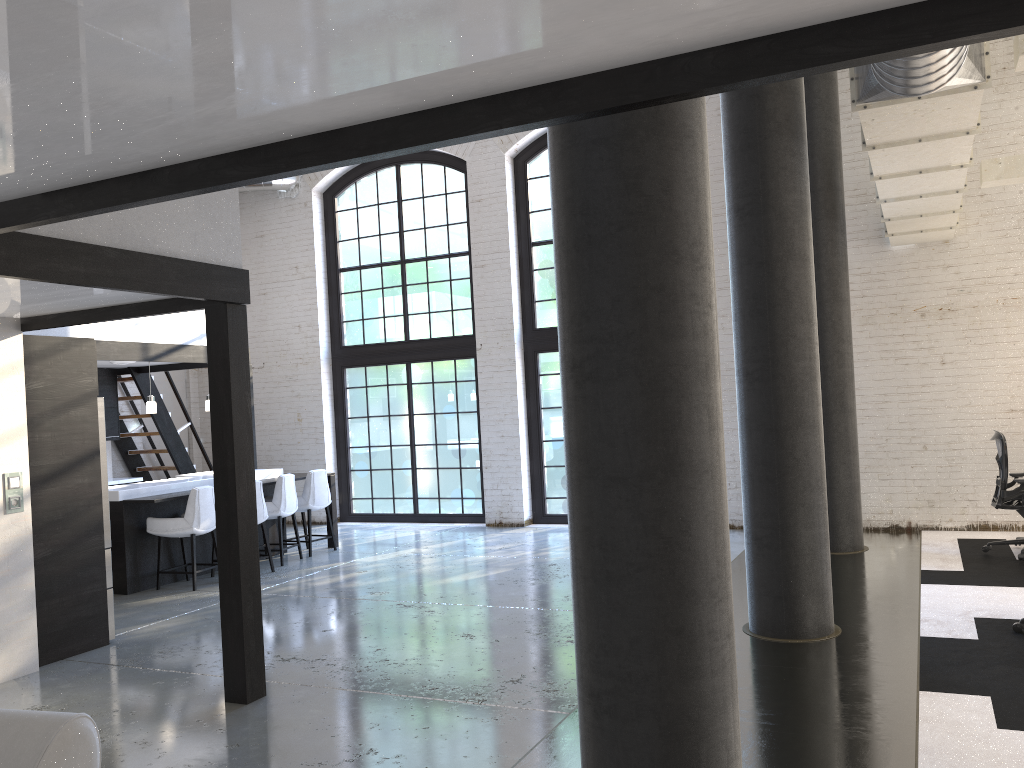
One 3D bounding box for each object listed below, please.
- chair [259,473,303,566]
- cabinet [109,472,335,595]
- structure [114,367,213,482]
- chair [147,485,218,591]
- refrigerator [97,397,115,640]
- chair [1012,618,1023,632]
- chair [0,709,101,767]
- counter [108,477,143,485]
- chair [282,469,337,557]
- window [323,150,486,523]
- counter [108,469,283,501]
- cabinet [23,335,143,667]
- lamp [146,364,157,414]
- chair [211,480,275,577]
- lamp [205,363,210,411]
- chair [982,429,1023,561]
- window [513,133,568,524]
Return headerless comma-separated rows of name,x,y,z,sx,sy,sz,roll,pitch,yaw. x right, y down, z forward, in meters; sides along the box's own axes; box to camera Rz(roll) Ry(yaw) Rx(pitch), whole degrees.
chair,-2.568,1.461,9.490,0.501,0.984,0.579,-3,-1,16
cabinet,-3.237,1.532,9.460,1.371,0.910,2.691,-4,-1,25
structure,-4.864,0.537,12.055,0.929,3.186,1.662,-3,-1,25
chair,-3.070,1.464,8.412,0.501,0.984,0.579,-3,-1,21
refrigerator,-3.427,1.004,6.269,0.853,1.772,0.820,-3,-1,25
chair,3.412,0.955,5.293,0.792,1.085,0.770,-3,-1,9
chair,-1.743,1.313,2.126,1.007,0.785,1.025,-3,-1,16
counter,-5.357,1.187,9.125,1.710,0.045,4.237,-4,-1,25
chair,-2.323,1.460,10.028,0.501,0.984,0.579,-3,-1,31
window,-1.451,-0.624,12.284,2.492,5.178,0.137,-3,0,25
counter,-3.544,1.048,9.327,0.977,0.095,2.293,-4,-1,25
cabinet,-4.229,0.862,8.592,4.277,2.314,4.231,-4,-1,25
lamp,-3.807,-0.002,9.330,0.100,0.623,0.100,-3,0,31
chair,-2.716,1.455,8.855,0.501,0.984,0.579,-3,-1,36
lamp,-4.280,0.050,10.501,1.949,0.623,0.124,-4,-1,25
chair,4.519,0.929,7.736,0.792,1.085,0.770,-3,-1,9
window,1.277,-0.798,11.013,2.492,5.178,0.137,-3,0,25
